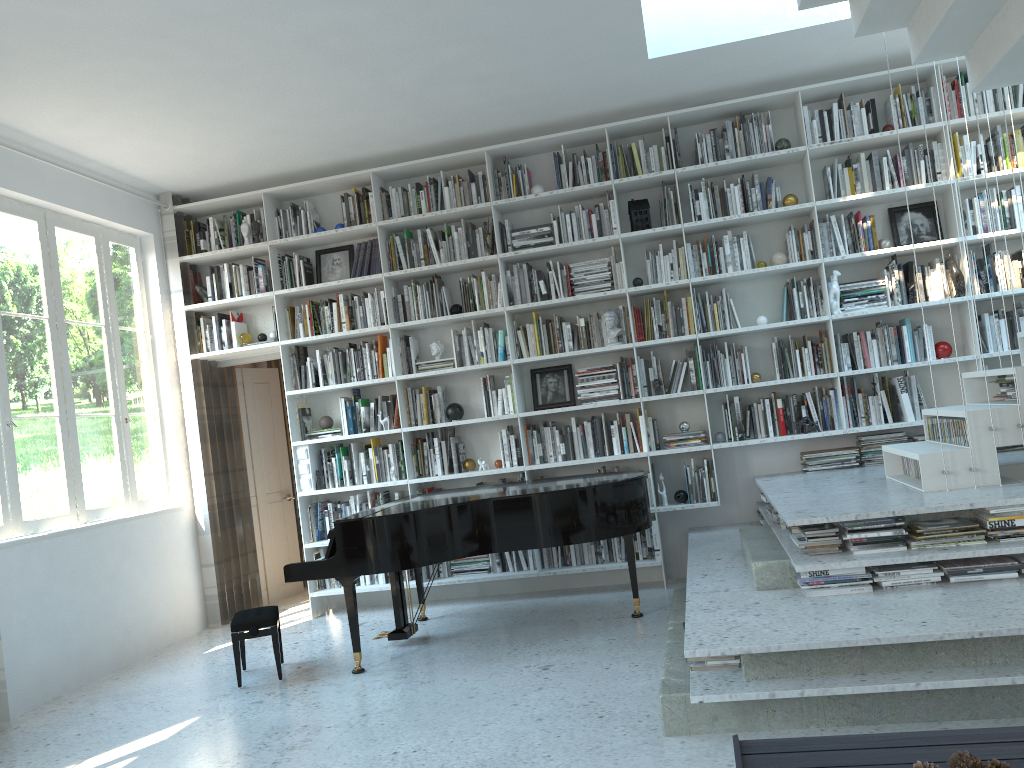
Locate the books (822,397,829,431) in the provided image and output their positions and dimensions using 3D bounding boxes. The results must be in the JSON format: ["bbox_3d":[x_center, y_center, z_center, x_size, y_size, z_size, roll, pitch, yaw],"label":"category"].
[{"bbox_3d":[2.059,0.196,5.851,0.013,0.220,0.168,-8,-2,11],"label":"books"}]

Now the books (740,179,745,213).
[{"bbox_3d":[1.557,-1.241,5.999,0.010,0.271,0.120,-8,-2,11],"label":"books"}]

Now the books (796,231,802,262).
[{"bbox_3d":[1.908,-0.897,5.921,0.011,0.227,0.131,-8,-2,11],"label":"books"}]

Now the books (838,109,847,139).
[{"bbox_3d":[2.171,-1.675,5.846,0.030,0.231,0.148,-8,-2,11],"label":"books"}]

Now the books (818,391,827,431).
[{"bbox_3d":[2.042,0.176,5.868,0.021,0.264,0.150,-8,-2,11],"label":"books"}]

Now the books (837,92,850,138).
[{"bbox_3d":[2.184,-1.728,5.832,0.014,0.332,0.180,-8,-2,11],"label":"books"}]

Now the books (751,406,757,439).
[{"bbox_3d":[1.621,0.257,5.948,0.011,0.217,0.175,-8,-2,11],"label":"books"}]

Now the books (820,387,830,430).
[{"bbox_3d":[2.072,0.164,5.875,0.012,0.282,0.143,-8,-2,11],"label":"books"}]

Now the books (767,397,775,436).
[{"bbox_3d":[1.737,0.220,5.949,0.016,0.260,0.098,-8,-2,11],"label":"books"}]

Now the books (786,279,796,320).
[{"bbox_3d":[1.861,-0.551,5.920,0.016,0.290,0.135,-8,-2,11],"label":"books"}]

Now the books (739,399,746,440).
[{"bbox_3d":[1.541,0.237,5.957,0.010,0.277,0.174,-8,-2,11],"label":"books"}]

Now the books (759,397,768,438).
[{"bbox_3d":[1.681,0.223,5.939,0.014,0.268,0.171,-8,-2,11],"label":"books"}]

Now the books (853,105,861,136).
[{"bbox_3d":[2.251,-1.689,5.823,0.022,0.236,0.172,-8,-2,11],"label":"books"}]

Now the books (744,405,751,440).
[{"bbox_3d":[1.582,0.255,5.955,0.065,0.231,0.162,-8,-2,11],"label":"books"}]

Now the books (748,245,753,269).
[{"bbox_3d":[1.605,-0.836,5.984,0.015,0.189,0.103,-8,-2,11],"label":"books"}]

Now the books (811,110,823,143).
[{"bbox_3d":[2.020,-1.665,5.871,0.025,0.250,0.178,-8,-2,11],"label":"books"}]

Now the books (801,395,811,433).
[{"bbox_3d":[1.948,0.197,5.882,0.012,0.249,0.164,-8,-2,11],"label":"books"}]

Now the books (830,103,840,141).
[{"bbox_3d":[2.130,-1.693,5.852,0.048,0.278,0.150,-8,-2,11],"label":"books"}]

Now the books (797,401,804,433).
[{"bbox_3d":[1.911,0.221,5.894,0.022,0.211,0.135,-8,-2,11],"label":"books"}]

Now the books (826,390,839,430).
[{"bbox_3d":[2.112,0.170,5.842,0.026,0.258,0.156,-8,-2,11],"label":"books"}]

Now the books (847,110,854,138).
[{"bbox_3d":[2.217,-1.676,5.849,0.030,0.220,0.133,-8,-2,11],"label":"books"}]

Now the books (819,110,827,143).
[{"bbox_3d":[2.044,-1.664,5.861,0.026,0.241,0.184,-8,-2,11],"label":"books"}]

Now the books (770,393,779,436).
[{"bbox_3d":[1.755,0.205,5.932,0.012,0.285,0.159,-8,-2,11],"label":"books"}]

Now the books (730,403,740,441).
[{"bbox_3d":[1.496,0.253,5.958,0.023,0.256,0.178,-8,-2,11],"label":"books"}]

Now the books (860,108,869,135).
[{"bbox_3d":[2.295,-1.678,5.809,0.024,0.202,0.190,-8,-2,11],"label":"books"}]

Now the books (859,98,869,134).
[{"bbox_3d":[2.313,-1.718,5.832,0.012,0.279,0.153,-8,-2,11],"label":"books"}]

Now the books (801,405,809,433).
[{"bbox_3d":[1.934,0.233,5.882,0.025,0.181,0.169,-8,-2,11],"label":"books"}]

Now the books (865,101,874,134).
[{"bbox_3d":[2.343,-1.709,5.823,0.012,0.254,0.161,-8,-2,11],"label":"books"}]

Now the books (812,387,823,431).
[{"bbox_3d":[2.024,0.164,5.871,0.013,0.293,0.134,-8,-2,11],"label":"books"}]

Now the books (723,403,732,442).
[{"bbox_3d":[1.449,0.257,5.966,0.023,0.262,0.186,-8,-2,11],"label":"books"}]

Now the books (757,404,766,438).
[{"bbox_3d":[1.666,0.246,5.945,0.024,0.228,0.159,-8,-2,11],"label":"books"}]

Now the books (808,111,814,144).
[{"bbox_3d":[1.981,-1.666,5.896,0.014,0.264,0.140,-8,-2,11],"label":"books"}]

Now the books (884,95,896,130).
[{"bbox_3d":[2.468,-1.728,5.773,0.019,0.256,0.169,-8,-2,11],"label":"books"}]

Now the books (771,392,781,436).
[{"bbox_3d":[1.762,0.199,5.908,0.012,0.293,0.175,-8,-2,11],"label":"books"}]

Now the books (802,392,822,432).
[{"bbox_3d":[1.983,0.183,5.869,0.070,0.266,0.186,-8,-2,11],"label":"books"}]

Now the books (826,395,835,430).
[{"bbox_3d":[2.088,0.188,5.840,0.025,0.228,0.175,-8,-2,11],"label":"books"}]

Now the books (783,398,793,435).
[{"bbox_3d":[1.840,0.215,5.916,0.021,0.242,0.131,-8,-2,11],"label":"books"}]

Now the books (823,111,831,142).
[{"bbox_3d":[2.071,-1.662,5.864,0.024,0.231,0.168,-8,-2,11],"label":"books"}]

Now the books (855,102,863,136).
[{"bbox_3d":[2.273,-1.700,5.827,0.021,0.254,0.151,-8,-2,11],"label":"books"}]

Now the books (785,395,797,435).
[{"bbox_3d":[1.858,0.202,5.896,0.026,0.262,0.173,-8,-2,11],"label":"books"}]

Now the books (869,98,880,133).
[{"bbox_3d":[2.361,-1.714,5.806,0.030,0.257,0.165,-8,-2,11],"label":"books"}]

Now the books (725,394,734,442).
[{"bbox_3d":[1.462,0.228,5.964,0.010,0.316,0.187,-8,-2,11],"label":"books"}]

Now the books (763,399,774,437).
[{"bbox_3d":[1.711,0.227,5.922,0.025,0.252,0.181,-8,-2,11],"label":"books"}]

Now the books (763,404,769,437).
[{"bbox_3d":[1.698,0.245,5.941,0.012,0.221,0.153,-8,-2,11],"label":"books"}]

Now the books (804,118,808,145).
[{"bbox_3d":[1.935,-1.637,5.890,0.023,0.219,0.172,-8,-2,11],"label":"books"}]

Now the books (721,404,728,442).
[{"bbox_3d":[1.436,0.263,5.989,0.012,0.254,0.161,-8,-2,11],"label":"books"}]

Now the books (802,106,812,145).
[{"bbox_3d":[1.957,-1.678,5.892,0.028,0.294,0.150,-8,-2,11],"label":"books"}]

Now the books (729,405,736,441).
[{"bbox_3d":[1.484,0.264,5.985,0.015,0.240,0.152,-8,-2,11],"label":"books"}]

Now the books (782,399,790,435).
[{"bbox_3d":[1.816,0.220,5.914,0.025,0.237,0.156,-8,-2,11],"label":"books"}]

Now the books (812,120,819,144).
[{"bbox_3d":[1.998,-1.628,5.863,0.022,0.182,0.190,-8,-2,11],"label":"books"}]

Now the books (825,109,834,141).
[{"bbox_3d":[2.099,-1.674,5.876,0.027,0.249,0.140,-8,-2,11],"label":"books"}]

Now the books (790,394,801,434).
[{"bbox_3d":[1.884,0.198,5.898,0.026,0.263,0.169,-8,-2,11],"label":"books"}]

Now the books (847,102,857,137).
[{"bbox_3d":[2.232,-1.699,5.826,0.014,0.262,0.168,-8,-2,11],"label":"books"}]

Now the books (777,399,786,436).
[{"bbox_3d":[1.786,0.221,5.906,0.031,0.244,0.184,-8,-2,11],"label":"books"}]

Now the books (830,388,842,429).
[{"bbox_3d":[2.135,0.159,5.838,0.025,0.272,0.171,-8,-2,11],"label":"books"}]

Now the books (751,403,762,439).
[{"bbox_3d":[1.641,0.246,5.954,0.029,0.234,0.142,-8,-2,11],"label":"books"}]

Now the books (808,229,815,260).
[{"bbox_3d":[1.985,-0.905,5.888,0.013,0.221,0.155,-8,-2,11],"label":"books"}]

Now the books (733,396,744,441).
[{"bbox_3d":[1.519,0.231,5.952,0.030,0.294,0.188,-8,-2,11],"label":"books"}]
